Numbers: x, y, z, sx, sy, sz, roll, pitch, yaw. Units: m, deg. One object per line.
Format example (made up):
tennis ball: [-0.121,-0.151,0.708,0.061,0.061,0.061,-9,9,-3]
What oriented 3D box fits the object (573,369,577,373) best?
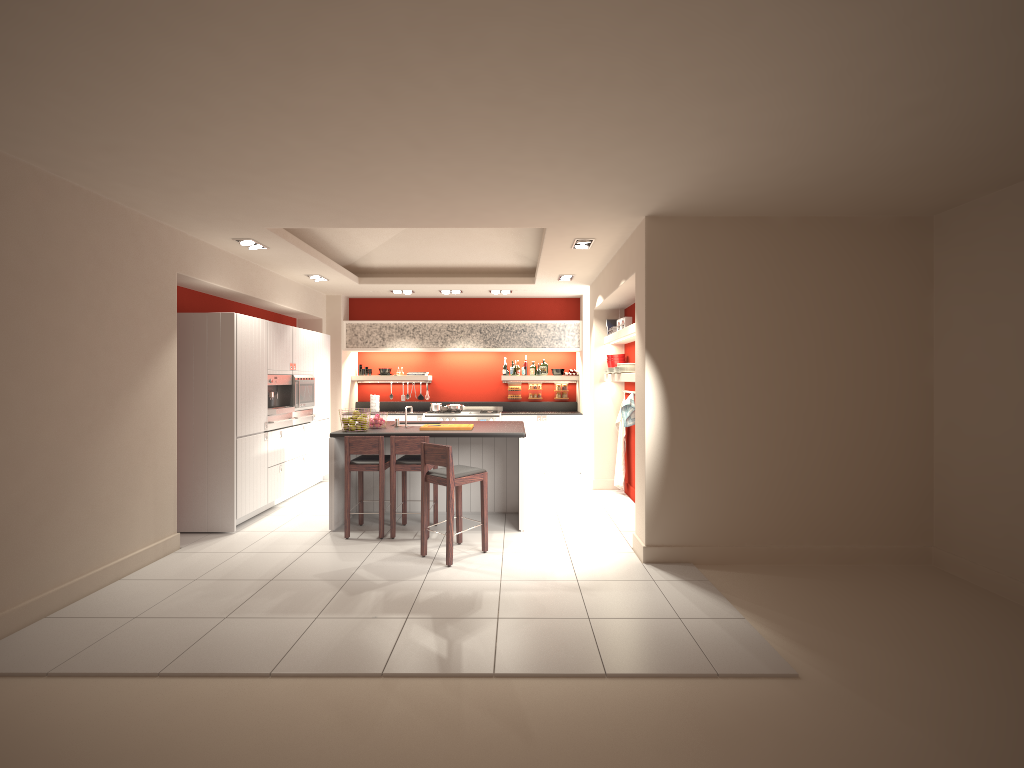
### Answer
object: [1.080,-0.168,4.687,0.062,0.062,0.199,0,0,0]

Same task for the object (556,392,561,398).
object: [0.802,0.267,4.772,0.089,0.120,0.056,0,0,19]

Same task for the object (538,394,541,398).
object: [0.455,0.283,4.776,0.065,0.088,0.041,0,0,19]

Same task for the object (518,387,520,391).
object: [0.078,0.154,4.765,0.032,0.078,0.020,0,0,19]

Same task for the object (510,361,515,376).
object: [-0.033,-0.215,4.669,0.092,0.264,0.052,0,0,-9]

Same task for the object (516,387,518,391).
object: [0.039,0.154,4.765,0.032,0.078,0.020,0,0,19]

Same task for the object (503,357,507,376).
object: [-0.167,-0.249,4.681,0.075,0.331,0.053,0,0,-26]

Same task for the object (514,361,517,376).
object: [0.019,-0.222,4.774,0.083,0.277,0.046,0,0,3]

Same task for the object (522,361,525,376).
object: [0.179,-0.215,4.756,0.081,0.263,0.064,0,0,-32]

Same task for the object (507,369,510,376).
object: [-0.146,-0.198,4.781,0.091,0.226,0.084,0,0,41]

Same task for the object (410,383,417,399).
object: [-1.862,0.186,4.814,0.124,0.297,0.005,0,0,0]

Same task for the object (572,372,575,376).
object: [1.048,-0.114,4.699,0.061,0.061,0.199,0,0,0]

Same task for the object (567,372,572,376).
object: [0.985,-0.114,4.688,0.062,0.062,0.199,0,0,0]

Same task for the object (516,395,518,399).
object: [0.039,0.302,4.765,0.032,0.078,0.020,0,0,19]

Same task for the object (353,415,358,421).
object: [-1.718,0.405,2.835,0.055,0.061,0.035,0,0,13]

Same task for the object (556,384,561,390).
object: [0.802,0.130,4.772,0.089,0.120,0.056,0,0,19]

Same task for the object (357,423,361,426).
object: [-1.700,0.498,2.882,0.067,0.079,0.065,0,0,45]

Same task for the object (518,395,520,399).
object: [0.078,0.302,4.765,0.032,0.078,0.020,0,0,19]

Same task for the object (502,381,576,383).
object: [0.456,0.031,4.818,1.355,0.034,0.026,0,0,0]

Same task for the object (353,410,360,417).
object: [-1.727,0.362,2.866,0.078,0.080,0.042,0,0,0]

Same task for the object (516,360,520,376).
object: [0.063,-0.224,4.727,0.079,0.278,0.043,0,0,3]

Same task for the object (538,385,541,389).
object: [0.455,0.123,4.776,0.065,0.088,0.041,0,0,19]

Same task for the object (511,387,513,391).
object: [-0.039,0.154,4.765,0.032,0.078,0.020,0,0,19]

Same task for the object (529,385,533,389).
object: [0.299,0.123,4.777,0.065,0.088,0.041,0,0,19]

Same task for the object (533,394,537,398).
object: [0.377,0.283,4.776,0.065,0.088,0.041,0,0,19]

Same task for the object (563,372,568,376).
object: [0.923,-0.114,4.688,0.062,0.062,0.199,0,0,0]

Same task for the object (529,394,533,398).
object: [0.299,0.283,4.776,0.065,0.088,0.041,0,0,19]

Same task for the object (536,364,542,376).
object: [0.431,-0.197,4.662,0.111,0.226,0.063,0,0,10]

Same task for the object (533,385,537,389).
object: [0.377,0.123,4.776,0.065,0.088,0.041,0,0,19]

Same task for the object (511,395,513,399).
object: [-0.039,0.302,4.765,0.032,0.078,0.020,0,0,19]

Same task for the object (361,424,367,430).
object: [-1.635,0.506,2.851,0.067,0.068,0.038,0,0,10]

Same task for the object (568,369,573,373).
object: [1.017,-0.168,4.700,0.062,0.062,0.199,0,0,0]

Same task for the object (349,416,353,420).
object: [-1.791,0.423,2.854,0.055,0.061,0.035,0,0,13]

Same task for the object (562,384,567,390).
object: [0.909,0.130,4.772,0.089,0.120,0.056,0,0,19]

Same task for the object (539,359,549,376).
object: [0.529,-0.235,4.736,0.170,0.303,0.035,0,0,19]

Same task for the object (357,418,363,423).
object: [-1.663,0.423,2.822,0.056,0.068,0.048,0,0,-36]

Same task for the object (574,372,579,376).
object: [1.111,-0.114,4.688,0.061,0.061,0.199,0,0,0]

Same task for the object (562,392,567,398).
object: [0.909,0.267,4.772,0.089,0.120,0.056,0,0,19]

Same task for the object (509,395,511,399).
object: [-0.079,0.302,4.765,0.032,0.078,0.020,0,0,19]

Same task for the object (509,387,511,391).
object: [-0.079,0.154,4.765,0.032,0.078,0.020,0,0,19]

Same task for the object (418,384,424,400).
object: [-1.722,0.195,4.823,0.123,0.331,0.022,0,0,0]

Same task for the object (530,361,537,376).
object: [0.337,-0.214,4.731,0.102,0.260,0.044,0,0,22]

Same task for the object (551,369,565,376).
object: [0.785,-0.146,4.740,0.241,0.121,0.146,0,0,-16]

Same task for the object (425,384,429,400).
object: [-1.601,0.200,4.813,0.065,0.328,0.042,0,0,-20]

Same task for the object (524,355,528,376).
object: [0.200,-0.266,4.705,0.062,0.366,0.114,0,0,-1]
